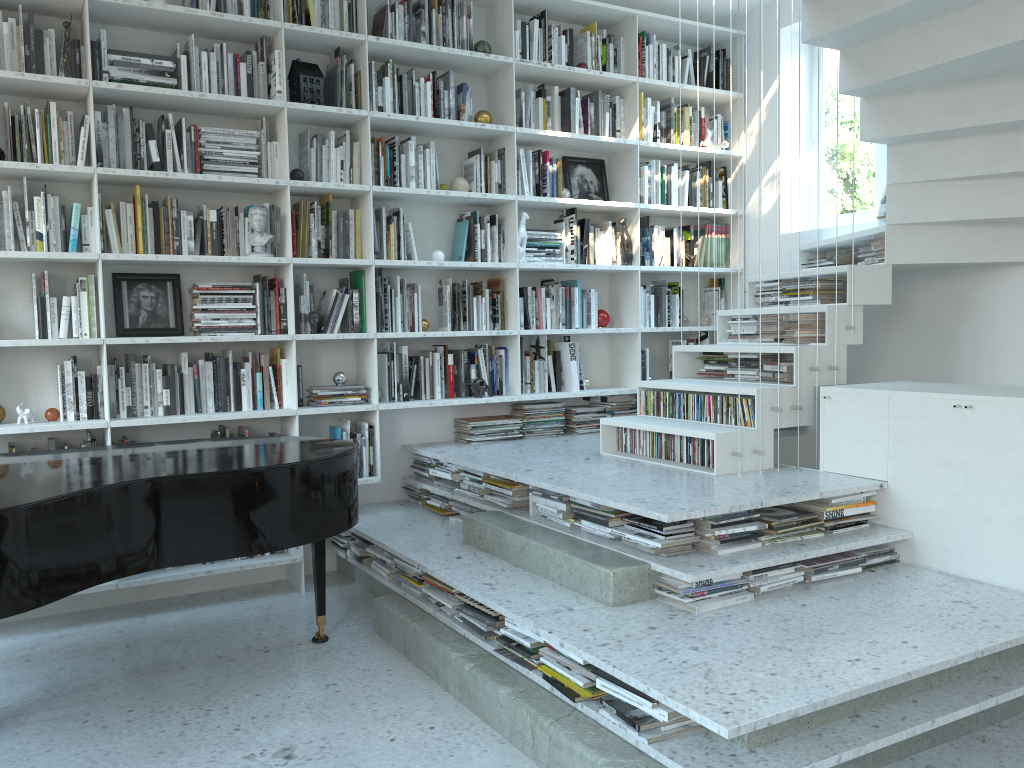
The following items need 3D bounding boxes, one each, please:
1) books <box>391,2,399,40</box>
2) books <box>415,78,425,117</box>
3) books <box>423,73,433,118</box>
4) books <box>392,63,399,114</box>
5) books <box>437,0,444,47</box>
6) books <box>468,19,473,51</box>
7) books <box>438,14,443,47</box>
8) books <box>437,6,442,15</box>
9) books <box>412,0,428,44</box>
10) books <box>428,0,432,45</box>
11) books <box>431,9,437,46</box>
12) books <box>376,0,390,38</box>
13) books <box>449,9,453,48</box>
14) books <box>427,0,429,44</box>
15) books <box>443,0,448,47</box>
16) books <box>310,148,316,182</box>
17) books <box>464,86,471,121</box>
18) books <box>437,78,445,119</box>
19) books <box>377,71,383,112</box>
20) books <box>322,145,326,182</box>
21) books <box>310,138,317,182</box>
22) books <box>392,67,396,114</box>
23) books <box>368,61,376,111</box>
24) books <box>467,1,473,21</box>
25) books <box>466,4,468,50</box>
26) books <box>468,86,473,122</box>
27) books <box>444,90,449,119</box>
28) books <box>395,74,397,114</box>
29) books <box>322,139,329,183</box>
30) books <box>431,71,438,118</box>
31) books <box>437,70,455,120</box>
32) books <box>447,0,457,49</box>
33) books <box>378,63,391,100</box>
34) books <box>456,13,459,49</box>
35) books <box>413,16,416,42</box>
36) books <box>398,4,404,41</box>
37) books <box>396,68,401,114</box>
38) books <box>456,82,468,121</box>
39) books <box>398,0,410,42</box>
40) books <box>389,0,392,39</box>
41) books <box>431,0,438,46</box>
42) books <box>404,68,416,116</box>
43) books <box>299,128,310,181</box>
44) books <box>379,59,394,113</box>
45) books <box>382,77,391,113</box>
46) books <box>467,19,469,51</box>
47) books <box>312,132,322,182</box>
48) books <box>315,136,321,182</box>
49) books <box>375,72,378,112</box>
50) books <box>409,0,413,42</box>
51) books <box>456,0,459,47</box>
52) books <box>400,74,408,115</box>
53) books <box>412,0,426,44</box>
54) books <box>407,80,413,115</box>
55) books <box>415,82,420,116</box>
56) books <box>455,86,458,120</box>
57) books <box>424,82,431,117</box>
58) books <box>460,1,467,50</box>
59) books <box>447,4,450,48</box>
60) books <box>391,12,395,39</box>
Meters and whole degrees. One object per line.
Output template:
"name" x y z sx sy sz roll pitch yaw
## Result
"books" -0.635 -1.859 4.653 0.013 0.229 0.173 -3 5 -29
"books" -0.507 -1.503 4.756 0.023 0.237 0.149 -3 5 -29
"books" -0.465 -1.519 4.780 0.012 0.265 0.156 -3 5 -29
"books" -0.636 -1.526 4.695 0.021 0.296 0.138 -3 5 -29
"books" -0.411 -1.921 4.784 0.007 0.330 0.183 -3 5 -29
"books" -0.262 -1.869 4.867 0.014 0.209 0.188 -3 4 -29
"books" -0.420 -1.856 4.766 0.018 0.201 0.188 -3 4 -29
"books" -0.417 -1.882 4.783 0.008 0.251 0.170 -3 5 -29
"books" -0.497 -1.899 4.746 0.024 0.292 0.167 -3 5 -29
"books" -0.468 -1.897 4.770 0.007 0.285 0.159 -3 5 -29
"books" -0.447 -1.870 4.762 0.018 0.231 0.160 -3 5 -29
"books" -0.674 -1.864 4.635 0.009 0.244 0.173 -3 5 -29
"books" -0.364 -1.886 4.820 0.024 0.252 0.149 -3 5 -29
"books" -0.485 -1.902 4.766 0.017 0.295 0.138 -3 5 -29
"books" -0.393 -1.906 4.776 0.015 0.299 0.183 -3 5 -29
"books" -1.028 -1.082 4.476 0.028 0.185 0.181 -3 4 -29
"books" -0.287 -1.505 4.880 0.048 0.217 0.182 -3 4 -29
"books" -0.417 -1.508 4.802 0.030 0.238 0.185 -3 5 -29
"books" -0.714 -1.495 4.645 0.026 0.243 0.148 -3 5 -29
"books" -0.982 -1.096 4.520 0.023 0.207 0.170 -3 4 -29
"books" -1.023 -1.112 4.502 0.024 0.243 0.159 -3 5 -29
"books" -0.650 -1.511 4.671 0.010 0.269 0.166 -3 5 -29
"books" -0.747 -1.514 4.615 0.012 0.285 0.159 -3 5 -29
"books" -0.254 -1.918 4.870 0.006 0.306 0.163 -3 5 -29
"books" -0.285 -1.902 4.847 0.008 0.279 0.180 -3 5 -29
"books" -0.263 -1.513 4.913 0.026 0.229 0.140 -3 5 -29
"books" -0.393 -1.482 4.822 0.027 0.182 0.176 -3 4 -29
"books" -0.645 -1.495 4.685 0.012 0.236 0.165 -3 5 -29
"books" -0.967 -1.111 4.521 0.023 0.236 0.178 -3 5 -29
"books" -0.445 -1.531 4.806 0.012 0.285 0.159 -3 5 -29
"books" -0.363 -1.534 4.820 0.029 0.285 0.183 -3 5 -29
"books" -0.346 -1.913 4.818 0.008 0.307 0.182 -3 5 -29
"books" -0.675 -1.517 4.664 0.011 0.283 0.172 -3 5 -29
"books" -0.329 -1.911 4.841 0.019 0.299 0.137 -3 5 -29
"books" -0.553 -1.846 4.737 0.031 0.191 0.132 -3 5 -29
"books" -0.615 -1.859 4.680 0.028 0.226 0.163 -3 5 -29
"books" -0.625 -1.518 4.710 0.012 0.277 0.133 -3 5 -29
"books" -0.302 -1.513 4.860 0.054 0.235 0.171 -3 5 -29
"books" -0.589 -1.875 4.693 0.030 0.255 0.161 -3 5 -29
"books" -0.670 -1.865 4.648 0.011 0.244 0.172 -3 5 -29
"books" -0.440 -1.911 4.770 0.006 0.312 0.179 -3 5 -29
"books" -0.551 -1.525 4.745 0.013 0.284 0.154 -3 5 -29
"books" -1.051 -1.132 4.485 0.018 0.285 0.159 -3 5 -29
"books" -0.661 -1.530 4.664 0.014 0.307 0.152 -3 5 -29
"books" -0.682 -1.478 4.643 0.026 0.208 0.181 -3 4 -29
"books" -0.280 -1.871 4.867 0.018 0.214 0.157 -3 5 -29
"books" -0.993 -1.130 4.513 0.019 0.275 0.146 -3 5 -29
"books" -1.005 -1.116 4.505 0.028 0.250 0.164 -3 5 -29
"books" -0.733 -1.493 4.641 0.012 0.240 0.138 -3 5 -29
"books" -0.568 -1.877 4.707 0.021 0.256 0.168 -3 5 -29
"books" -0.326 -1.924 4.862 0.008 0.322 0.133 -3 5 -29
"books" -0.595 -1.500 4.700 0.027 0.241 0.160 -3 5 -29
"books" -0.508 -1.879 4.714 0.028 0.258 0.184 -3 5 -29
"books" -0.570 -1.494 4.740 0.028 0.223 0.142 -3 5 -29
"books" -0.534 -1.492 4.755 0.025 0.216 0.144 -3 5 -29
"books" -0.344 -1.500 4.850 0.030 0.213 0.156 -3 5 -29
"books" -0.481 -1.490 4.755 0.021 0.209 0.180 -3 4 -29
"books" -0.298 -1.911 4.847 0.013 0.297 0.188 -3 5 -29
"books" -0.378 -1.896 4.812 0.008 0.275 0.163 -3 5 -29
"books" -0.650 -1.836 4.660 0.009 0.183 0.160 -3 4 -29
